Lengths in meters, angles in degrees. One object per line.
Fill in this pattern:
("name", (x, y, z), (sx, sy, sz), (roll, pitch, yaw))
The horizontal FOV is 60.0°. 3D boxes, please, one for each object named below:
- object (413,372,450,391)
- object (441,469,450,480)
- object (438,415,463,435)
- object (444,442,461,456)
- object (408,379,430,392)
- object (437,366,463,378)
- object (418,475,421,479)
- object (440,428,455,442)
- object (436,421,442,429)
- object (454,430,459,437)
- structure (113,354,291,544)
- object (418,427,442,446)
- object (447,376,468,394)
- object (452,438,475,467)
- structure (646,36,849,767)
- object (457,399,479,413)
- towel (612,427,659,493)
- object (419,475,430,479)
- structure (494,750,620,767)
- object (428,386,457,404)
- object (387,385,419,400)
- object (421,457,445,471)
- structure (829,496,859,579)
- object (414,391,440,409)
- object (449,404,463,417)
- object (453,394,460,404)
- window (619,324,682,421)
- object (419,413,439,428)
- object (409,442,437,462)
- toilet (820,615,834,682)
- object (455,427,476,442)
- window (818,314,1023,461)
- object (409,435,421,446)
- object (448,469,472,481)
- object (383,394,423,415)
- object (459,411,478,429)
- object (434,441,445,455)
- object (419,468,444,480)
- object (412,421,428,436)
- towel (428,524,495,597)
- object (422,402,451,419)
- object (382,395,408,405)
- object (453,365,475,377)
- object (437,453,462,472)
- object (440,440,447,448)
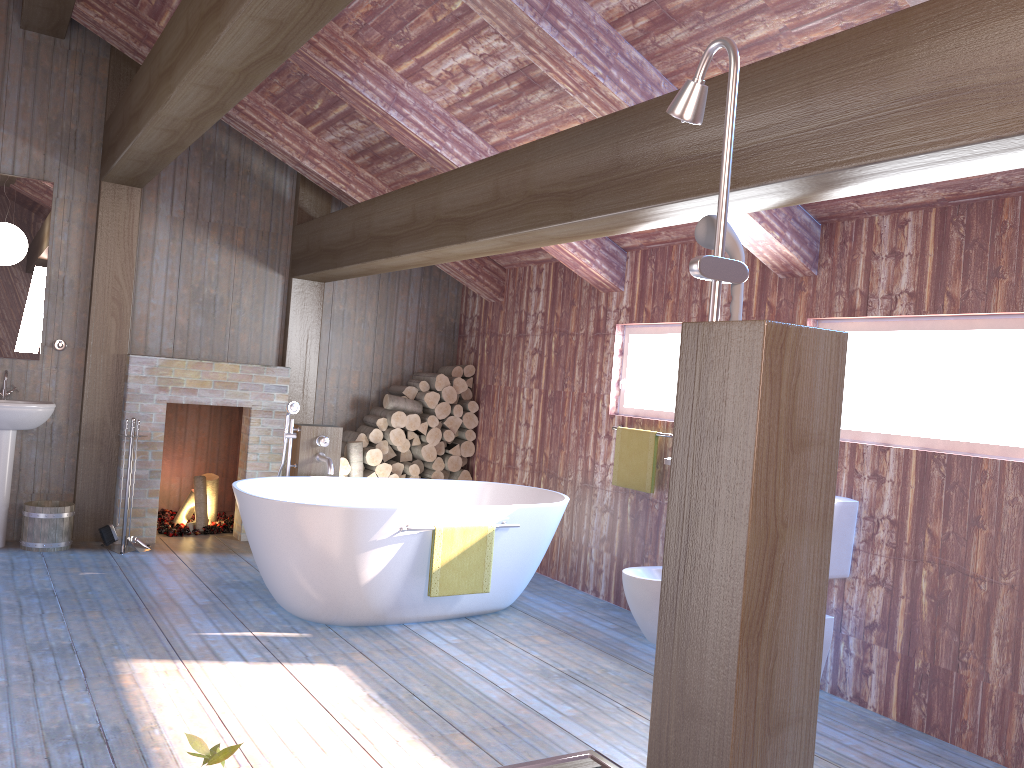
("object", (-0.660, -0.020, 7.205), (0.135, 0.139, 0.456), (5, 0, -30))
("object", (-0.642, 0.741, 7.347), (0.118, 0.106, 0.319), (5, 0, -34))
("object", (-0.591, 0.319, 7.275), (0.172, 0.151, 0.482), (5, 0, -30))
("object", (-0.561, 0.513, 7.269), (0.115, 0.112, 0.423), (5, 0, -31))
("object", (-0.750, 0.013, 7.118), (0.094, 0.097, 0.227), (5, 0, -30))
("object", (-0.510, -0.091, 7.313), (0.104, 0.121, 0.270), (5, 0, -30))
("object", (-0.783, 0.750, 7.127), (0.054, 0.056, 0.146), (5, 0, -31))
("object", (-0.611, 0.398, 7.230), (0.102, 0.109, 0.438), (5, 0, -31))
("object", (-0.661, 0.334, 7.174), (0.095, 0.090, 0.278), (5, 0, -30))
("object", (-0.521, 0.396, 7.340), (0.088, 0.092, 0.280), (5, 0, -30))
("structure", (-2.246, 0.491, 6.446), (1.130, 1.330, 0.226), (5, 0, -32))
("object", (-0.724, 0.411, 7.165), (0.136, 0.157, 0.439), (5, 0, -30))
("object", (-0.527, 0.006, 7.290), (0.133, 0.142, 0.456), (5, 0, -30))
("object", (-0.473, 0.566, 7.336), (0.137, 0.256, 0.439), (5, 0, -31))
("structure", (0.515, 0.256, 2.085), (0.328, 2.209, 0.522), (5, 0, -11))
("object", (-0.423, 0.171, 7.336), (0.102, 0.109, 0.438), (5, 0, -31))
("towel", (0.735, 0.450, 5.305), (0.032, 0.361, 0.370), (5, 0, -31))
("object", (-0.767, 0.787, 7.153), (0.115, 0.112, 0.423), (5, 0, -31))
("structure", (0.126, 1.343, 2.536), (1.000, 0.067, 1.000), (5, 0, -32))
("object", (-0.614, 0.075, 7.217), (0.141, 0.143, 0.437), (5, 0, -33))
("object", (-0.884, 0.073, 7.164), (0.140, 0.121, 0.319), (5, 0, -30))
("object", (-0.666, 0.631, 7.181), (0.114, 0.113, 0.301), (5, 0, -34))
("structure", (1.397, 0.694, 4.140), (0.182, 0.363, 0.358), (5, 0, -31))
("object", (-0.744, 0.112, 7.159), (0.139, 0.148, 0.458), (5, 0, -31))
("object", (-0.538, 0.205, 7.266), (0.089, 0.106, 0.437), (5, 0, -30))
("object", (-0.566, 0.119, 7.366), (0.132, 0.119, 0.319), (5, 0, -30))
("window", (1.042, -0.064, 5.200), (0.054, 0.587, 1.255), (5, 0, -31))
("object", (-0.730, 0.281, 7.150), (0.102, 0.109, 0.438), (5, 0, -31))
("object", (-0.770, 0.531, 7.142), (0.141, 0.143, 0.437), (5, 0, -33))
("toilet", (1.116, 1.206, 4.000), (0.534, 0.400, 0.375), (5, 0, -31))
("object", (-0.445, 0.402, 7.334), (0.102, 0.109, 0.438), (5, 0, -31))
("window", (1.826, -0.002, 3.868), (0.054, 0.587, 1.255), (5, 0, -31))
("object", (-0.819, 0.435, 7.112), (0.085, 0.096, 0.280), (5, 0, -30))
("object", (-0.503, 0.751, 7.340), (0.139, 0.137, 0.455), (5, 0, -33))
("object", (-0.855, 0.165, 6.953), (0.302, 0.157, 0.121), (5, 0, -30))
("object", (-0.445, 0.283, 7.333), (0.147, 0.152, 0.439), (5, 0, -31))
("object", (-0.662, 0.504, 7.191), (0.111, 0.118, 0.302), (5, 0, -32))
("object", (-0.671, 0.739, 7.178), (0.116, 0.117, 0.289), (5, 0, -34))
("object", (-0.812, 0.345, 7.103), (0.109, 0.124, 0.424), (5, 0, -32))
("towel", (-0.257, 0.909, 4.584), (0.370, 0.361, 0.032), (5, 0, -35))
("object", (-0.659, 0.208, 7.195), (0.143, 0.151, 0.440), (5, 0, -31))
("object", (-0.935, 0.154, 7.135), (0.113, 0.130, 0.291), (5, 0, -30))
("object", (-0.418, -0.107, 7.369), (0.112, 0.113, 0.271), (5, 0, -31))
("object", (-0.575, 0.629, 7.274), (0.137, 0.133, 0.437), (5, 0, -33))
("object", (-0.601, 0.482, 7.228), (0.065, 0.069, 0.177), (5, 0, -32))
